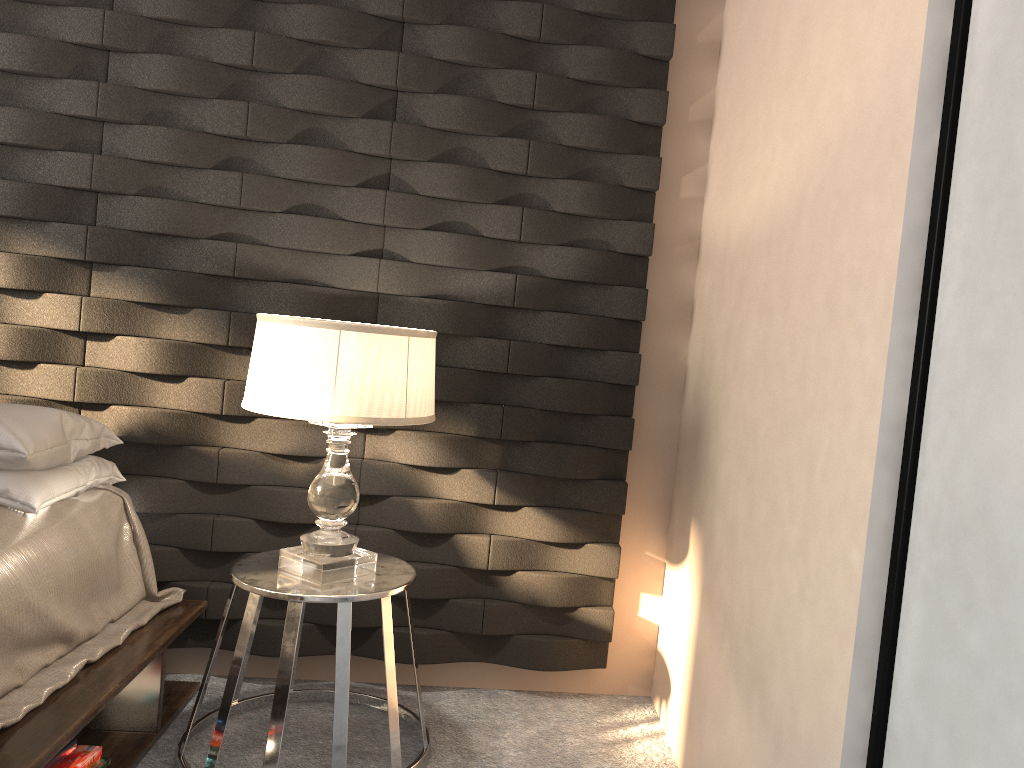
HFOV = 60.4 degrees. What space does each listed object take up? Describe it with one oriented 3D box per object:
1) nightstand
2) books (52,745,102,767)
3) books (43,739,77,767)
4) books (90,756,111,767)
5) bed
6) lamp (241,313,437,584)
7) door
[{"bbox_3d":[-0.500,0.705,2.249,0.591,0.472,0.652,8,4,34],"label":"nightstand"},{"bbox_3d":[-1.013,0.835,1.885,0.160,0.021,0.222,6,3,-3],"label":"books"},{"bbox_3d":[-1.061,0.809,1.870,0.147,0.023,0.221,6,3,1],"label":"books"},{"bbox_3d":[-1.010,0.862,1.872,0.196,0.028,0.244,6,3,-3],"label":"books"},{"bbox_3d":[-1.955,0.537,1.255,2.315,0.623,2.273,6,3,-4],"label":"bed"},{"bbox_3d":[-0.437,0.159,2.213,0.491,0.630,0.441,3,4,-42],"label":"lamp"},{"bbox_3d":[0.631,0.095,0.842,0.155,2.091,0.994,6,2,-1],"label":"door"}]
